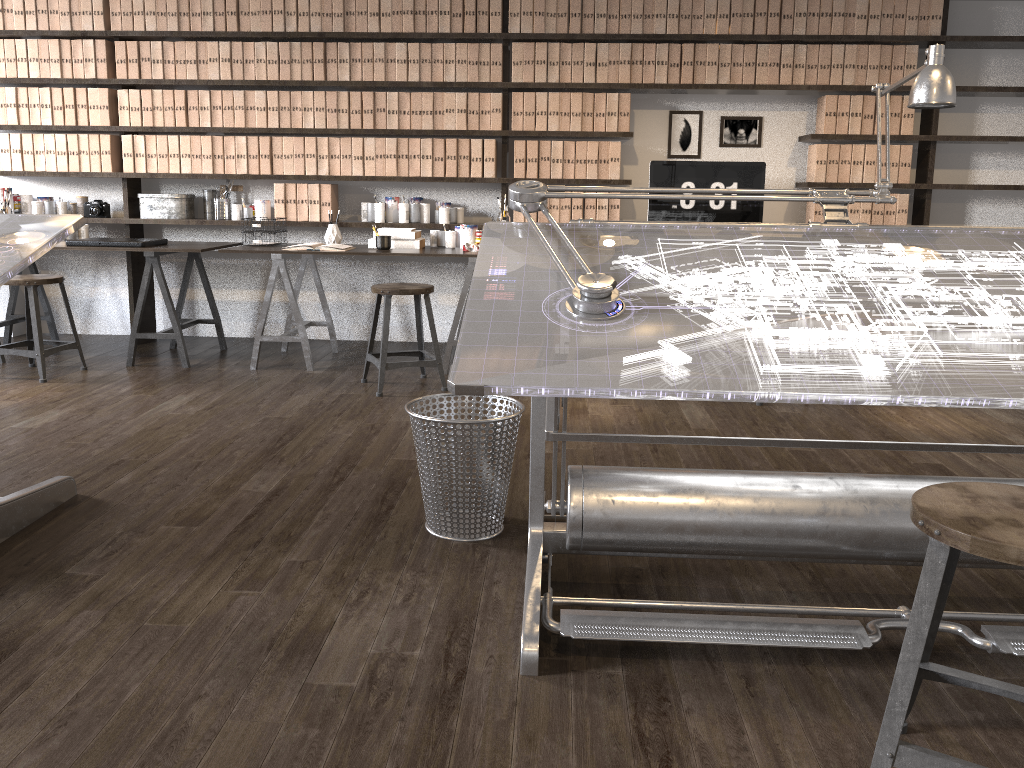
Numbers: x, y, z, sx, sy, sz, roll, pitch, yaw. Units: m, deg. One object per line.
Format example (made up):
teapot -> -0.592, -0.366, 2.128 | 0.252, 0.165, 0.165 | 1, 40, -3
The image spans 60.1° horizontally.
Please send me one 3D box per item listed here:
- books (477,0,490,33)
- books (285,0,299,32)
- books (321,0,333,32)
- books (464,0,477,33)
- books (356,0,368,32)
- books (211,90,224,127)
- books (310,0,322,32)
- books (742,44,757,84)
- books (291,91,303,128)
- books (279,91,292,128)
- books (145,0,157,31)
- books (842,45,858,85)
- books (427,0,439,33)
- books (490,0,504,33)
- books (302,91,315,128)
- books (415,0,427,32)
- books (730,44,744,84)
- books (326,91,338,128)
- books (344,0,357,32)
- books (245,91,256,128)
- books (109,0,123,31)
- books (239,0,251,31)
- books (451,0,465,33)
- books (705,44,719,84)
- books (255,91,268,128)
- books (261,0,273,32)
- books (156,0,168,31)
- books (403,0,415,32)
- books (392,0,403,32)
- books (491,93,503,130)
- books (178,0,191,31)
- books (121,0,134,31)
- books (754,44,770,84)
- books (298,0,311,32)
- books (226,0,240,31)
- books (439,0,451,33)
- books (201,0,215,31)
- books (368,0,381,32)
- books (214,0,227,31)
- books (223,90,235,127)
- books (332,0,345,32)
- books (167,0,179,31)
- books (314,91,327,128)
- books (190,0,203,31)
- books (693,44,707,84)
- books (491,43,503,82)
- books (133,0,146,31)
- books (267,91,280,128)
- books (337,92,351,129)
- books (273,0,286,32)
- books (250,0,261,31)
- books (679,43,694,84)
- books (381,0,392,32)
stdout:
books -> -0.164, -2.148, 5.180 | 0.067, 0.223, 0.176 | 1, 11, 3
books -> -1.280, -2.175, 5.231 | 0.067, 0.224, 0.176 | 1, 11, 3
books -> -1.071, -2.170, 5.223 | 0.067, 0.223, 0.176 | 1, 11, 3
books -> -0.238, -2.148, 5.178 | 0.067, 0.224, 0.176 | 1, 11, 3
books -> -0.865, -2.165, 5.213 | 0.067, 0.224, 0.176 | 1, 11, 3
books -> -1.750, -1.648, 5.348 | 0.067, 0.224, 0.176 | 1, 11, 3
books -> -1.134, -2.171, 5.224 | 0.067, 0.223, 0.176 | 1, 11, 3
books -> 1.363, -1.846, 5.149 | 0.067, 0.224, 0.176 | 1, 11, 3
books -> -1.270, -1.636, 5.326 | 0.067, 0.224, 0.176 | 1, 11, 3
books -> -1.339, -1.637, 5.327 | 0.067, 0.224, 0.176 | 1, 11, 3
books -> -2.112, -2.196, 5.272 | 0.067, 0.223, 0.176 | 1, 11, 3
books -> 1.927, -1.831, 5.119 | 0.067, 0.223, 0.176 | 1, 11, 3
books -> -0.455, -2.155, 5.194 | 0.067, 0.224, 0.176 | 1, 11, 3
books -> -0.088, -2.145, 5.174 | 0.067, 0.223, 0.176 | 1, 11, 3
books -> -1.200, -1.633, 5.318 | 0.067, 0.224, 0.176 | 1, 11, 3
books -> -0.525, -2.157, 5.197 | 0.067, 0.224, 0.176 | 1, 11, 3
books -> 1.293, -1.848, 5.154 | 0.067, 0.224, 0.176 | 1, 11, 3
books -> -1.056, -1.629, 5.308 | 0.067, 0.224, 0.176 | 1, 11, 3
books -> -0.934, -2.167, 5.218 | 0.067, 0.224, 0.176 | 1, 11, 3
books -> -1.545, -1.642, 5.337 | 0.067, 0.223, 0.176 | 1, 11, 3
books -> -2.324, -2.203, 5.286 | 0.067, 0.224, 0.176 | 1, 11, 3
books -> -1.553, -2.183, 5.248 | 0.067, 0.223, 0.176 | 1, 11, 3
books -> -0.313, -2.152, 5.187 | 0.067, 0.224, 0.176 | 1, 11, 3
books -> 1.151, -1.850, 5.154 | 0.067, 0.224, 0.176 | 1, 11, 3
books -> -1.482, -1.640, 5.332 | 0.067, 0.223, 0.176 | 1, 11, 3
books -> -1.425, -2.178, 5.235 | 0.067, 0.224, 0.176 | 1, 11, 3
books -> -2.049, -2.195, 5.270 | 0.067, 0.223, 0.176 | 1, 11, 3
books -> -0.593, -2.157, 5.195 | 0.067, 0.224, 0.176 | 1, 11, 3
books -> -0.659, -2.160, 5.203 | 0.067, 0.223, 0.176 | 1, 11, 3
books -> -0.087, -1.604, 5.261 | 0.067, 0.224, 0.176 | 1, 11, 3
books -> -1.915, -2.192, 5.265 | 0.067, 0.224, 0.176 | 1, 11, 3
books -> -2.254, -2.200, 5.281 | 0.067, 0.224, 0.176 | 1, 11, 3
books -> 1.438, -1.844, 5.144 | 0.067, 0.223, 0.176 | 1, 11, 3
books -> -1.206, -2.173, 5.226 | 0.067, 0.224, 0.176 | 1, 11, 3
books -> -1.628, -2.184, 5.246 | 0.067, 0.224, 0.176 | 1, 11, 3
books -> -0.384, -2.152, 5.186 | 0.067, 0.224, 0.176 | 1, 11, 3
books -> -1.774, -2.187, 5.254 | 0.067, 0.224, 0.176 | 1, 11, 3
books -> -0.795, -2.163, 5.206 | 0.067, 0.224, 0.176 | 1, 11, 3
books -> -1.702, -2.187, 5.255 | 0.067, 0.224, 0.176 | 1, 11, 3
books -> -1.679, -1.646, 5.344 | 0.067, 0.224, 0.176 | 1, 11, 3
books -> -1.004, -2.168, 5.215 | 0.067, 0.224, 0.176 | 1, 11, 3
books -> -1.983, -2.192, 5.263 | 0.067, 0.224, 0.176 | 1, 11, 3
books -> -1.128, -1.631, 5.311 | 0.067, 0.224, 0.176 | 1, 11, 3
books -> -1.844, -2.190, 5.262 | 0.067, 0.224, 0.176 | 1, 11, 3
books -> 1.086, -1.853, 5.163 | 0.067, 0.223, 0.176 | 1, 11, 3
books -> -0.086, -1.877, 5.220 | 0.067, 0.224, 0.176 | 1, 11, 3
books -> -2.184, -2.198, 5.274 | 0.067, 0.224, 0.176 | 1, 11, 3
books -> -1.410, -1.638, 5.327 | 0.067, 0.224, 0.176 | 1, 11, 3
books -> -0.992, -1.628, 5.309 | 0.067, 0.223, 0.176 | 1, 11, 3
books -> -1.353, -2.176, 5.231 | 0.067, 0.224, 0.176 | 1, 11, 3
books -> -1.488, -2.181, 5.242 | 0.067, 0.223, 0.176 | 1, 11, 3
books -> 1.011, -1.854, 5.162 | 0.067, 0.224, 0.176 | 1, 11, 3
books -> -0.722, -2.161, 5.204 | 0.067, 0.223, 0.176 | 1, 11, 3
